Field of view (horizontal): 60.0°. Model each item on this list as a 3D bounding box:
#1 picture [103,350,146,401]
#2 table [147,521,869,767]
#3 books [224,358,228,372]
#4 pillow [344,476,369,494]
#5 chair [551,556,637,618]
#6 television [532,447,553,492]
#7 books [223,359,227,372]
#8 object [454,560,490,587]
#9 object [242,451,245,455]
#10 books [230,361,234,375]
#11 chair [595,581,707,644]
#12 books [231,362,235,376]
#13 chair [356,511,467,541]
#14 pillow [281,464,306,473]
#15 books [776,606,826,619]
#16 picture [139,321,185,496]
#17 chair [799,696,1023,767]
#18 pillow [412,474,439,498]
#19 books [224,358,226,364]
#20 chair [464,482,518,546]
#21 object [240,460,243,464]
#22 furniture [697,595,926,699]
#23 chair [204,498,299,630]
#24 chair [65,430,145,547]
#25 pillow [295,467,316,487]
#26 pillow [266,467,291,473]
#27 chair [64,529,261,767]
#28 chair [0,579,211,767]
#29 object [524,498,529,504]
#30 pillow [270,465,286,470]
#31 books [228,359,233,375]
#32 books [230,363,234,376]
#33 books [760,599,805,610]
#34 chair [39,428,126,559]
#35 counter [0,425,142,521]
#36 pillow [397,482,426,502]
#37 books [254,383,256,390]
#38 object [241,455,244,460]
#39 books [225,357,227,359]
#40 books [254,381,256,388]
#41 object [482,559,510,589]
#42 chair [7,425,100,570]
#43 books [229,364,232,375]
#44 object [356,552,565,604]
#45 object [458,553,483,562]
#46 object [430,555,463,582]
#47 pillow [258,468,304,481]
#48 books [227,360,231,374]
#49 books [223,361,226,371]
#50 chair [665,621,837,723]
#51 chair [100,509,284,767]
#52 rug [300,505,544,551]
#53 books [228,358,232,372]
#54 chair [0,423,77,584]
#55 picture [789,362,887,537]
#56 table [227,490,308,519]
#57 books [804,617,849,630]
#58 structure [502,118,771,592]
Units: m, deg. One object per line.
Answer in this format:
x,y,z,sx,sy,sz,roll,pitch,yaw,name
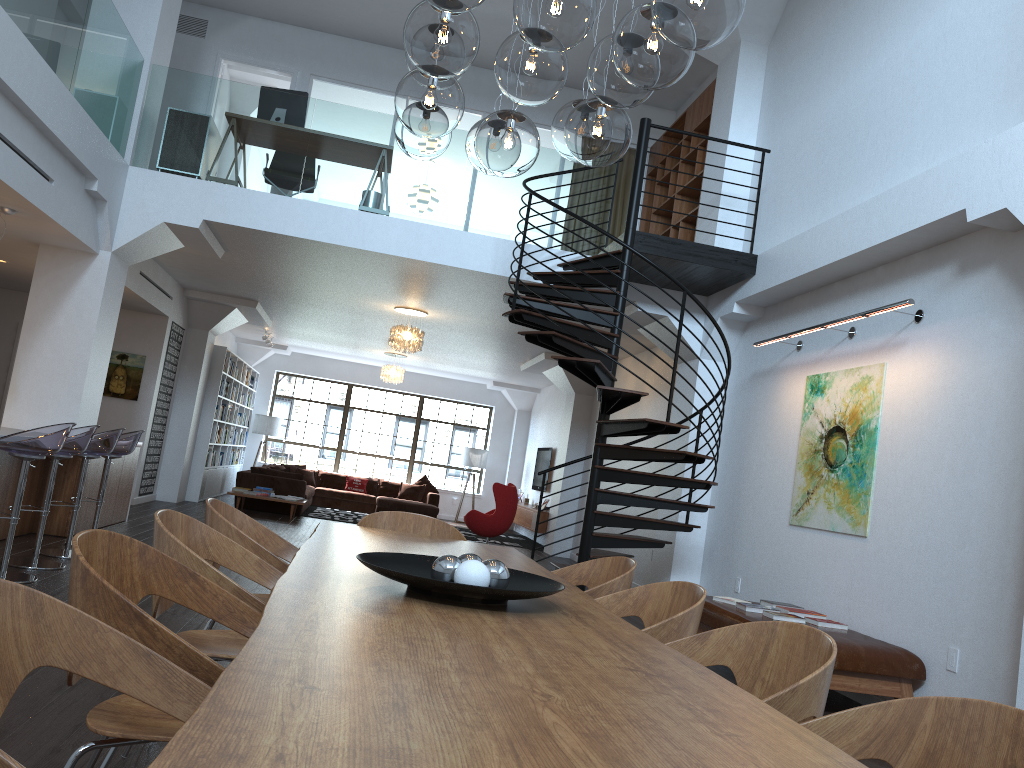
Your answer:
-5.076,-0.110,11.591,0.450,0.600,0.030,10,-6,-9,picture
-0.208,0.959,2.452,1.012,0.750,3.803,10,-6,-9,table
-4.618,-0.313,14.052,0.170,0.251,0.118,10,-6,-9,books
-3.081,2.003,17.558,0.465,0.308,0.220,10,-6,-13,pillow
0.167,1.104,3.693,0.617,0.830,0.629,10,-6,-9,chair
0.557,1.596,16.619,0.013,0.816,1.324,10,-6,-9,television
-4.601,-0.303,13.979,0.161,0.222,0.084,10,-6,-9,books
-0.109,0.529,2.413,0.100,0.100,0.100,4,-7,36,object
-5.532,1.364,17.717,0.316,0.088,0.410,10,-6,-9,object
-4.701,-0.266,14.594,0.182,0.253,0.098,10,-6,-9,books
0.290,1.044,2.937,0.618,0.833,0.629,9,-6,-7,chair
-4.737,-0.255,14.779,0.182,0.255,0.077,10,-6,-9,books
-0.526,1.068,4.348,0.629,0.833,0.618,10,-6,-14,chair
-4.239,1.767,17.334,0.580,0.418,0.334,13,-7,-36,pillow
1.995,1.585,6.122,0.283,0.043,0.197,10,-6,-9,books
-4.827,0.350,12.258,0.021,2.380,0.800,10,-6,-9,picture
0.554,0.925,1.420,0.618,0.833,0.629,10,-6,-9,chair
-1.816,2.105,17.811,0.651,0.587,0.335,12,-7,-30,pillow
-4.572,-0.314,13.791,0.182,0.215,0.188,10,-6,-9,books
-0.329,2.007,13.817,0.801,1.006,0.798,7,-6,16,chair
-5.551,1.538,17.700,0.331,0.088,0.410,10,-6,-9,object
1.798,1.784,5.935,0.907,0.453,1.819,10,-6,-9,furniture
-0.988,0.909,3.518,0.618,0.833,0.629,10,-6,-11,chair
-3.430,0.852,7.436,0.481,1.014,0.530,9,-6,-7,chair
-4.039,1.809,17.266,0.489,0.337,0.238,14,-8,-39,pillow
-3.742,1.522,14.337,0.559,0.411,0.269,4,-7,37,pillow
-0.747,0.786,1.998,0.618,0.833,0.629,10,-6,-9,chair
-0.618,0.727,1.243,0.618,0.833,0.629,10,-6,-9,chair
0.289,2.286,17.295,0.089,0.110,0.089,4,-7,36,object
-4.089,1.637,15.722,0.325,0.391,0.625,8,-6,7,pillow
-4.697,-0.296,14.491,0.197,0.290,0.136,10,-6,-9,books
-4.720,-0.256,14.678,0.174,0.243,0.085,10,-6,-9,books
1.960,1.615,6.439,0.254,0.044,0.183,10,-6,-14,books
-3.325,0.803,6.816,0.481,1.014,0.530,10,-6,-11,chair
-3.009,0.836,5.904,3.039,0.860,8.182,13,-8,-38,counter
-2.001,2.139,17.609,0.542,0.362,0.248,7,-6,12,pillow
-5.285,0.033,18.013,0.139,0.191,0.036,10,-6,-9,books
-5.538,1.451,17.709,0.331,0.088,0.410,10,-6,-9,object
-4.613,-0.315,14.009,0.159,0.248,0.089,10,-6,-9,books
-5.280,0.027,17.972,0.136,0.196,0.045,10,-6,-9,books
-0.056,0.544,2.498,0.100,0.100,0.100,4,-7,36,object
-3.234,0.751,6.188,0.481,1.014,0.530,10,-6,-11,chair
-4.698,-0.268,14.561,0.159,0.248,0.089,10,-6,-9,books
-0.148,0.558,2.499,0.592,0.066,0.592,4,-8,39,object
-0.125,0.541,2.572,0.100,0.100,0.100,4,-7,36,object
-0.179,0.529,2.488,0.100,0.100,0.100,4,-7,36,object
-3.667,1.549,14.077,0.750,0.364,0.289,10,-6,-10,pillow
-4.666,-0.283,14.343,0.174,0.242,0.105,10,-6,-9,books
-4.598,-0.304,13.944,0.161,0.218,0.101,10,-6,-9,books
0.436,0.988,2.189,0.618,0.833,0.629,10,-6,-9,chair
-0.875,0.846,2.748,0.618,0.833,0.629,10,-6,-9,chair
-1.578,2.513,15.621,4.200,0.007,3.100,9,-6,-7,rug
-4.682,-0.301,14.431,0.176,0.293,0.125,10,-6,-9,books
-3.101,0.706,5.571,0.481,1.014,0.530,9,-6,-7,chair
2.391,0.483,6.574,0.010,1.200,1.095,10,-6,-9,picture
-3.657,1.811,13.260,1.100,0.271,0.853,10,-6,-9,table
2.053,1.564,5.797,0.224,0.036,0.161,10,-6,-15,books
0.847,-0.175,7.546,1.998,4.352,1.998,3,-8,42,structure
